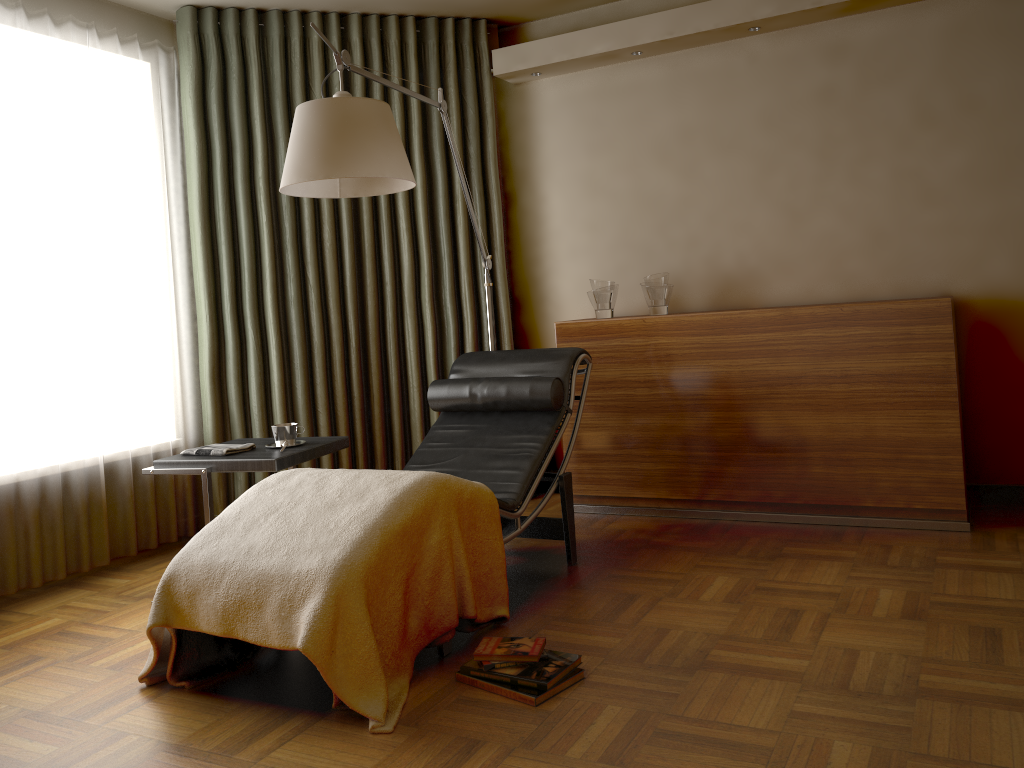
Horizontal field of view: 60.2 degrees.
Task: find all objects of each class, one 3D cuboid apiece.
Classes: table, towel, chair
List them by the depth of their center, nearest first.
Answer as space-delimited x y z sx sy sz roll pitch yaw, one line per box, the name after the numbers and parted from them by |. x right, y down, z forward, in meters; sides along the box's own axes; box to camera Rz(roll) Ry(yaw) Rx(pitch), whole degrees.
-0.284 0.332 3.064 0.634 0.796 1.797 -3 4 28 | chair
-1.080 0.243 3.273 0.240 0.035 0.179 -1 5 32 | towel
-0.965 0.262 3.324 0.516 0.045 0.501 -2 5 19 | table

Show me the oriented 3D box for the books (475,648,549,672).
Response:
-0.002 0.722 2.359 0.173 0.018 0.123 -5 5 -13 | books

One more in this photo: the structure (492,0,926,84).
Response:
0.926 -1.675 4.115 2.174 0.130 0.275 -1 5 28 | structure

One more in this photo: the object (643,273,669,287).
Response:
0.671 -0.435 4.083 0.122 0.150 0.123 -4 2 8 | object

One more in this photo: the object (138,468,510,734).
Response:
-0.533 0.538 2.603 0.915 0.520 0.913 -2 4 28 | object

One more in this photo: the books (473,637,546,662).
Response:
-0.004 0.705 2.351 0.172 0.018 0.124 -3 5 12 | books

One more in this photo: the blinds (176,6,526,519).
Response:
-0.766 -0.587 4.342 1.535 2.452 0.224 -4 0 -17 | blinds

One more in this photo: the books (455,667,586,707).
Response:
0.021 0.764 2.317 0.280 0.022 0.201 0 6 42 | books

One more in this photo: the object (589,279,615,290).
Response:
0.434 -0.429 4.208 0.122 0.150 0.123 -4 2 10 | object

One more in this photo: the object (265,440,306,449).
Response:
-0.847 0.228 3.311 0.149 0.009 0.151 -1 6 33 | object

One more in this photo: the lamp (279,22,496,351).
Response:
-0.261 -0.236 3.353 0.450 1.966 1.420 -4 1 32 | lamp

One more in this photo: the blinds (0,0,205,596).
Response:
-2.002 -0.342 3.203 0.092 2.289 2.205 -4 2 28 | blinds

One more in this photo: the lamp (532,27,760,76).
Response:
0.612 -1.612 4.270 1.155 0.028 0.050 -1 4 28 | lamp

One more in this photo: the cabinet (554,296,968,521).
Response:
1.063 0.098 3.943 1.670 0.862 0.417 -2 1 28 | cabinet

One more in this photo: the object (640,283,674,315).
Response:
0.673 -0.397 4.083 0.155 0.154 0.156 -3 2 18 | object

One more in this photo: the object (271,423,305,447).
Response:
-0.847 0.191 3.317 0.097 0.078 0.111 -2 3 29 | object

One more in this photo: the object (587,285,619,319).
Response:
0.437 -0.391 4.208 0.156 0.154 0.155 -5 2 -15 | object

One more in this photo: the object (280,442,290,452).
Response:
-0.831 0.228 3.212 0.029 0.019 0.124 -4 5 -3 | object

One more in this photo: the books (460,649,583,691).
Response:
0.026 0.742 2.333 0.264 0.020 0.190 -1 6 32 | books
